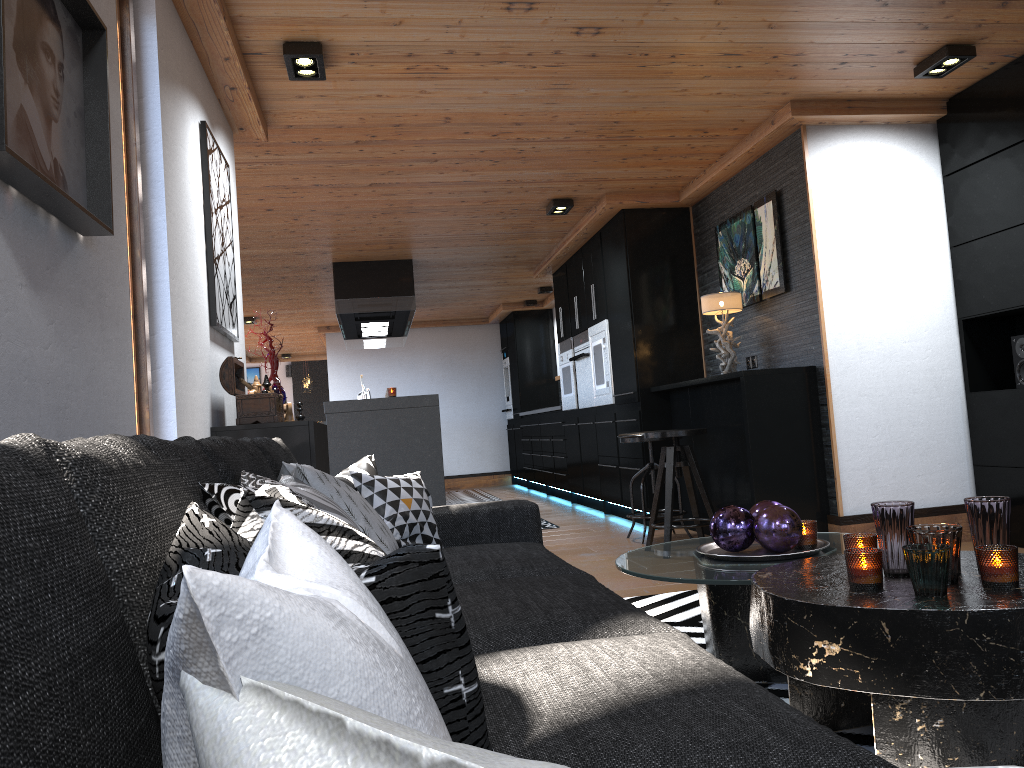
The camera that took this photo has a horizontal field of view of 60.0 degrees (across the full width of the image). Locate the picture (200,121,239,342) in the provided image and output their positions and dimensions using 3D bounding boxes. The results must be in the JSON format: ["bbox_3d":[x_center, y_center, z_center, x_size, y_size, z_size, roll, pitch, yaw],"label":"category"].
[{"bbox_3d":[-1.179,-0.587,3.592,0.020,0.782,0.560,-4,-3,-9],"label":"picture"}]

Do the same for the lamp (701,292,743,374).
[{"bbox_3d":[1.320,-0.297,5.508,0.248,0.516,0.246,-4,-3,-6],"label":"lamp"}]

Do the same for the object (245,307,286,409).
[{"bbox_3d":[-1.021,-0.075,3.718,0.152,0.505,0.323,-4,-3,-10],"label":"object"}]

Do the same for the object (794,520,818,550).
[{"bbox_3d":[0.887,0.458,2.688,0.079,0.081,0.079,-5,-3,5],"label":"object"}]

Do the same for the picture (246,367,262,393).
[{"bbox_3d":[-7.592,-0.052,25.192,0.883,0.817,0.036,-4,-4,-10],"label":"picture"}]

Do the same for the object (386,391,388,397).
[{"bbox_3d":[-1.020,0.094,7.475,0.078,0.081,0.080,-7,-4,35],"label":"object"}]

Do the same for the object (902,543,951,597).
[{"bbox_3d":[0.855,0.384,1.820,0.092,0.099,0.093,-6,-4,27],"label":"object"}]

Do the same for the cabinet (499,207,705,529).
[{"bbox_3d":[0.632,0.028,9.536,0.545,2.382,6.398,-4,-3,-9],"label":"cabinet"}]

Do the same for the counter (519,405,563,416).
[{"bbox_3d":[0.553,0.295,10.156,0.533,0.040,2.555,-4,-3,-9],"label":"counter"}]

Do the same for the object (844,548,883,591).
[{"bbox_3d":[0.769,0.403,1.932,0.079,0.081,0.079,-5,-3,5],"label":"object"}]

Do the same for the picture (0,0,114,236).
[{"bbox_3d":[-0.837,-0.551,1.597,0.066,0.451,0.556,-4,-3,-9],"label":"picture"}]

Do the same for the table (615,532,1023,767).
[{"bbox_3d":[0.817,0.649,2.373,0.900,0.372,1.517,-4,-3,-9],"label":"table"}]

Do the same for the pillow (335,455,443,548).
[{"bbox_3d":[-0.442,0.391,2.655,0.296,0.346,0.542,-7,-4,41],"label":"pillow"}]

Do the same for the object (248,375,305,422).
[{"bbox_3d":[-0.924,0.058,3.462,0.202,0.197,0.355,-4,-3,2],"label":"object"}]

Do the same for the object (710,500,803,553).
[{"bbox_3d":[0.766,0.433,2.684,0.287,0.143,0.261,-3,-3,-26],"label":"object"}]

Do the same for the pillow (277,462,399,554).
[{"bbox_3d":[-0.424,0.340,2.127,0.285,0.329,0.721,-3,-3,-20],"label":"pillow"}]

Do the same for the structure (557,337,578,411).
[{"bbox_3d":[0.691,-0.092,8.590,0.384,0.673,0.596,-4,-3,-9],"label":"structure"}]

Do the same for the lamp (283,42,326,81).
[{"bbox_3d":[-0.852,-1.333,3.649,0.156,0.068,0.260,-4,-3,-9],"label":"lamp"}]

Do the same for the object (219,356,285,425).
[{"bbox_3d":[-0.988,0.024,3.400,0.210,0.270,0.285,-4,-3,-10],"label":"object"}]

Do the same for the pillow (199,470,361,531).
[{"bbox_3d":[-0.311,0.314,1.491,0.276,0.356,0.724,-4,-3,-9],"label":"pillow"}]

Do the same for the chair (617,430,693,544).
[{"bbox_3d":[0.941,0.670,5.837,0.442,0.717,0.440,-4,-3,-6],"label":"chair"}]

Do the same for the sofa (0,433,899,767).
[{"bbox_3d":[0.316,0.437,1.583,2.097,0.819,3.074,-4,-3,-9],"label":"sofa"}]

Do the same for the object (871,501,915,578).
[{"bbox_3d":[0.884,0.357,2.040,0.095,0.167,0.093,-2,-4,-39],"label":"object"}]

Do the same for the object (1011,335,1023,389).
[{"bbox_3d":[2.684,-0.121,4.449,0.266,0.266,0.155,-4,-3,-10],"label":"object"}]

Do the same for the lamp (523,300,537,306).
[{"bbox_3d":[0.232,-1.031,11.230,0.156,0.068,0.152,-4,-3,-10],"label":"lamp"}]

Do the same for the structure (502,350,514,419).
[{"bbox_3d":[-0.010,0.015,12.363,0.256,0.946,0.594,-4,-3,-9],"label":"structure"}]

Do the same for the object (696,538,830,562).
[{"bbox_3d":[0.758,0.501,2.690,0.393,0.022,0.396,-5,-3,9],"label":"object"}]

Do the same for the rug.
[{"bbox_3d":[1.110,0.832,2.591,1.669,0.020,2.886,-4,-3,-10],"label":"rug"}]

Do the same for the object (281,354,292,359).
[{"bbox_3d":[-3.958,-0.493,15.560,0.156,0.068,0.260,-4,-3,-9],"label":"object"}]

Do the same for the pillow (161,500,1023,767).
[{"bbox_3d":[-0.031,0.236,0.397,0.219,0.347,0.561,-2,-4,-29],"label":"pillow"}]

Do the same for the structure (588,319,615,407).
[{"bbox_3d":[0.723,-0.160,7.295,0.039,0.672,0.590,-4,-3,-9],"label":"structure"}]

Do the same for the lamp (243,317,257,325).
[{"bbox_3d":[-3.235,-0.784,10.905,0.156,0.068,0.260,-4,-3,-9],"label":"lamp"}]

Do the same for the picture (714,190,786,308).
[{"bbox_3d":[1.469,-0.793,5.532,0.010,0.594,0.921,-4,-3,-9],"label":"picture"}]

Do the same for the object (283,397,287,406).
[{"bbox_3d":[-1.062,0.128,3.988,0.109,0.135,0.096,-3,-4,-20],"label":"object"}]

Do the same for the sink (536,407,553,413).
[{"bbox_3d":[0.542,0.140,10.084,0.464,0.421,0.957,-4,-3,-9],"label":"sink"}]

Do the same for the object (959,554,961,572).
[{"bbox_3d":[0.995,0.392,2.046,0.079,0.081,0.079,-5,-3,5],"label":"object"}]

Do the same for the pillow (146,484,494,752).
[{"bbox_3d":[-0.181,0.276,0.877,0.313,0.364,0.663,-3,-3,-14],"label":"pillow"}]

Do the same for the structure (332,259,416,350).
[{"bbox_3d":[-1.481,-0.783,9.539,0.714,0.476,3.234,-4,-3,-9],"label":"structure"}]

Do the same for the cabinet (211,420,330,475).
[{"bbox_3d":[-0.957,0.405,3.654,0.359,0.469,0.950,-4,-3,-9],"label":"cabinet"}]

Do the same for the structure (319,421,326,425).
[{"bbox_3d":[-7.040,1.602,13.149,9.250,6.403,10.971,-4,-3,-10],"label":"structure"}]

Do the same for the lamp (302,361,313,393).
[{"bbox_3d":[-5.331,-0.890,22.748,0.263,2.203,0.796,-3,-4,-18],"label":"lamp"}]

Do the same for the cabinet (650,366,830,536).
[{"bbox_3d":[1.361,0.466,5.554,0.431,1.010,1.617,-4,-3,-9],"label":"cabinet"}]

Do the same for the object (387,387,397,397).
[{"bbox_3d":[-0.964,0.072,7.116,0.078,0.081,0.080,-7,-4,35],"label":"object"}]

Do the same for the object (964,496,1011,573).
[{"bbox_3d":[1.076,0.340,1.992,0.095,0.167,0.093,-2,-4,-39],"label":"object"}]

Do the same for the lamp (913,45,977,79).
[{"bbox_3d":[2.036,-1.525,4.179,0.156,0.068,0.260,-4,-3,-9],"label":"lamp"}]

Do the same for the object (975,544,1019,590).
[{"bbox_3d":[1.012,0.380,1.844,0.079,0.081,0.079,-5,-3,5],"label":"object"}]

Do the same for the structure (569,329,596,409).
[{"bbox_3d":[0.617,-0.121,7.909,0.090,0.673,0.591,-4,-3,-9],"label":"structure"}]

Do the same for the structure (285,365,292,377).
[{"bbox_3d":[-6.369,-0.370,25.354,0.214,0.350,0.212,-4,-3,-10],"label":"structure"}]

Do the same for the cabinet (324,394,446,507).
[{"bbox_3d":[-1.344,0.804,9.254,0.892,1.104,4.777,-4,-3,-9],"label":"cabinet"}]

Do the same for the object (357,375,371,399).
[{"bbox_3d":[-1.756,0.118,10.520,0.227,0.453,0.224,-4,-3,-10],"label":"object"}]

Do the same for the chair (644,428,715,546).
[{"bbox_3d":[0.977,0.630,5.132,0.394,0.721,0.391,-4,-3,-10],"label":"chair"}]

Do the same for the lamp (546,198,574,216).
[{"bbox_3d":[0.343,-1.284,6.401,0.156,0.068,0.260,-4,-3,-9],"label":"lamp"}]

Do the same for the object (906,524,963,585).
[{"bbox_3d":[0.924,0.372,1.928,0.115,0.122,0.112,-2,-4,-34],"label":"object"}]

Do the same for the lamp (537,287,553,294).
[{"bbox_3d":[0.383,-1.091,10.260,0.156,0.068,0.152,-4,-3,-10],"label":"lamp"}]

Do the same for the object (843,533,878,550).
[{"bbox_3d":[0.852,0.409,2.161,0.079,0.081,0.079,-5,-3,5],"label":"object"}]
